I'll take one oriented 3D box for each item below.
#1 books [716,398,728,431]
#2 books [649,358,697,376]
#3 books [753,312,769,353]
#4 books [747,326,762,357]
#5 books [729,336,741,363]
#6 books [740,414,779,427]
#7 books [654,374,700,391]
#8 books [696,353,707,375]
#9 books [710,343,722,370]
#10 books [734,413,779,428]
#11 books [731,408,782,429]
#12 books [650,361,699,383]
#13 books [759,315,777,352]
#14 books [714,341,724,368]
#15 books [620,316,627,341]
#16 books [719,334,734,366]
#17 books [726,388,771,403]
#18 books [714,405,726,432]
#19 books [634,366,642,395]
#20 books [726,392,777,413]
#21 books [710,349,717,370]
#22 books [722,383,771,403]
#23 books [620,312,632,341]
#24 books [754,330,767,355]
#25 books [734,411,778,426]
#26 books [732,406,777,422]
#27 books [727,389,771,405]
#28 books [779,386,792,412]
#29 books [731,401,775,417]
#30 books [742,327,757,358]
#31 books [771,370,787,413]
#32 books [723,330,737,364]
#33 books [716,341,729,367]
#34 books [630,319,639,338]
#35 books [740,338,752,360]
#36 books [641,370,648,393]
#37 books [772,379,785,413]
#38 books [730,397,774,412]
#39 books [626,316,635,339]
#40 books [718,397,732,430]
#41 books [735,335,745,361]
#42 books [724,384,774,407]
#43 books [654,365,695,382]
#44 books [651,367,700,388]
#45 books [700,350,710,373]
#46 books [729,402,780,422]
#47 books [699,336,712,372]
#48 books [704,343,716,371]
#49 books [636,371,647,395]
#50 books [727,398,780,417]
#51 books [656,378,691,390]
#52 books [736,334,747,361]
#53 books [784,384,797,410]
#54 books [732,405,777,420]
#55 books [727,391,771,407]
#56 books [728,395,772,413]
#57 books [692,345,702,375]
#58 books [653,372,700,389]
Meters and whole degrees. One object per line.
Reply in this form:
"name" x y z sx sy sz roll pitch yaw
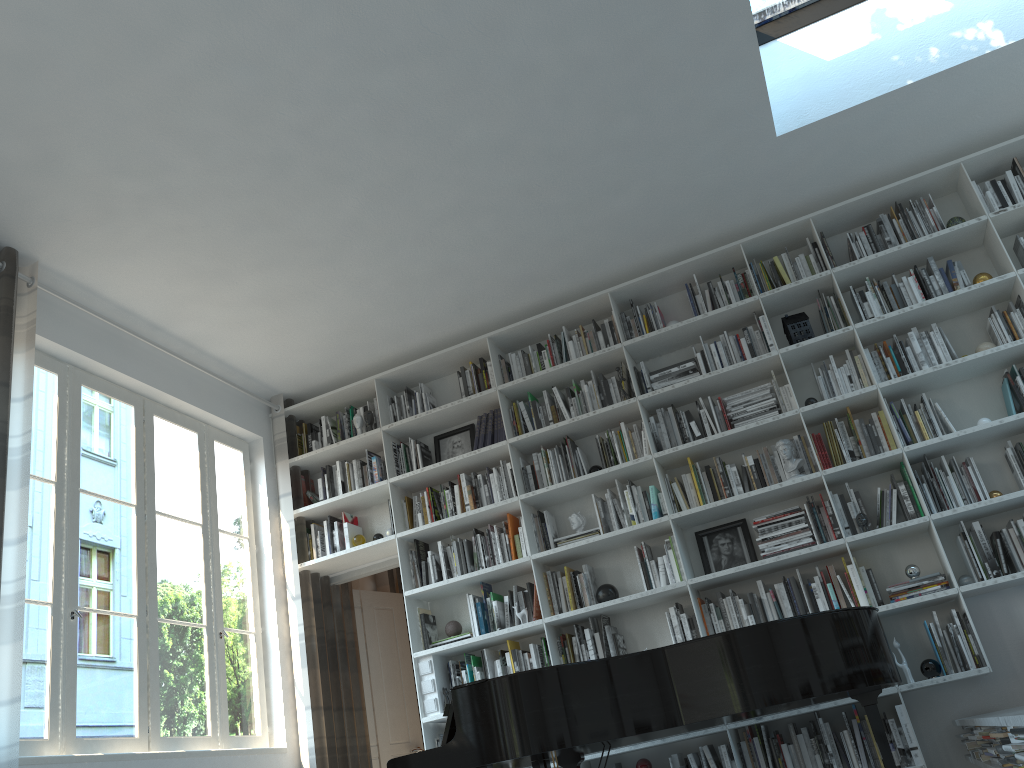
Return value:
"books" 1.247 0.223 5.174 0.015 0.244 0.183 -19 -26 16
"books" 0.993 -0.076 5.413 0.285 0.024 0.160 -19 -26 16
"books" 1.492 -0.253 5.251 0.012 0.332 0.156 -19 -26 16
"books" 1.456 -0.203 5.254 0.029 0.260 0.133 -19 -26 16
"books" 1.344 -0.153 5.264 0.023 0.222 0.191 -19 -26 16
"books" 1.422 0.243 5.106 0.285 0.012 0.160 -20 -26 17
"books" 1.008 0.014 5.364 0.285 0.012 0.160 -18 -26 13
"books" 1.158 -0.069 5.318 0.025 0.186 0.194 -19 -26 16
"books" 1.241 -0.111 5.301 0.027 0.215 0.191 -19 -26 16
"books" 1.420 0.233 5.112 0.254 0.012 0.161 -19 -26 16
"books" 1.413 0.209 5.117 0.285 0.012 0.160 -18 -26 13
"books" 0.996 -0.056 5.398 0.285 0.024 0.160 -20 -26 18
"books" 1.509 -0.242 5.166 0.037 0.236 0.273 -19 -26 16
"books" 1.260 -0.125 5.312 0.012 0.243 0.132 -19 -26 16
"books" 0.735 -0.294 5.605 0.012 0.253 0.161 -19 -26 16
"books" 1.306 -0.150 5.313 0.029 0.272 0.141 -19 -26 16
"books" 1.390 0.092 5.178 0.254 0.012 0.161 -19 -26 16
"books" 1.235 0.245 5.181 0.024 0.215 0.133 -19 -26 16
"books" 0.803 0.032 5.454 0.012 0.253 0.161 -19 -26 16
"books" 1.396 0.125 5.161 0.285 0.012 0.160 -19 -26 15
"books" 1.230 -0.095 5.315 0.011 0.203 0.134 -19 -26 16
"books" 1.384 0.069 5.184 0.285 0.012 0.160 -20 -26 18
"books" 0.745 -0.306 5.583 0.026 0.252 0.186 -19 -26 16
"books" 1.482 -0.191 5.222 0.029 0.201 0.192 -19 -26 16
"books" 1.417 0.221 5.115 0.254 0.012 0.161 -19 -26 15
"books" 1.411 0.199 5.123 0.254 0.012 0.161 -20 -26 18
"books" 1.390 0.101 5.169 0.254 0.012 0.161 -20 -26 18
"books" 1.582 0.132 5.074 0.030 0.197 0.172 -19 -26 16
"books" 1.405 0.168 5.140 0.254 0.012 0.161 -20 -26 17
"books" 1.423 -0.193 5.246 0.032 0.247 0.174 -19 -26 16
"books" 1.553 0.086 5.107 0.012 0.317 0.140 -19 -25 16
"books" 1.322 -0.164 5.287 0.023 0.268 0.185 -19 -26 16
"books" 1.277 -0.124 5.293 0.028 0.218 0.184 -19 -26 16
"books" 0.797 -0.294 5.563 0.026 0.193 0.167 -19 -26 16
"books" 1.402 -0.156 5.242 0.029 0.187 0.176 -19 -26 16
"books" 0.839 0.033 5.430 0.013 0.217 0.141 -19 -26 16
"books" 1.542 0.113 5.083 0.012 0.253 0.161 -19 -26 16
"books" 1.399 0.145 5.147 0.254 0.012 0.161 -18 -26 13
"books" 0.776 -0.297 5.587 0.023 0.227 0.157 -19 -26 16
"books" 1.255 0.213 5.160 0.013 0.245 0.177 -19 -26 16
"books" 1.373 -0.162 5.268 0.010 0.229 0.153 -19 -26 16
"books" 1.383 0.077 5.173 0.285 0.012 0.160 -17 -25 11
"books" 0.999 -0.035 5.384 0.254 0.025 0.161 -17 -25 12
"books" 1.002 -0.015 5.372 0.285 0.024 0.160 -22 -27 20
"books" 1.188 -0.083 5.345 0.024 0.222 0.129 -19 -26 16
"books" 1.408 0.179 5.136 0.285 0.012 0.160 -20 -26 17
"books" 1.183 -0.129 5.317 0.011 0.283 0.190 -19 -26 16
"books" 1.208 -0.109 5.316 0.021 0.236 0.172 -19 -26 16
"books" 0.818 0.042 5.420 0.027 0.200 0.168 -19 -26 16
"books" 1.401 0.156 5.141 0.285 0.012 0.160 -21 -26 18
"books" 1.011 0.025 5.359 0.254 0.012 0.161 -18 -26 13
"books" 1.381 -0.167 5.260 0.012 0.229 0.159 -19 -26 16
"books" 1.610 0.121 5.072 0.030 0.204 0.159 -19 -26 16
"books" 1.409 0.188 5.129 0.254 0.012 0.161 -18 -26 14
"books" 1.391 0.111 5.158 0.254 0.012 0.161 -22 -27 20
"books" 1.398 0.135 5.153 0.254 0.012 0.161 -20 -26 18
"books" 1.137 -0.091 5.341 0.012 0.253 0.161 -19 -26 16
"books" 1.007 0.004 5.371 0.285 0.012 0.160 -18 -26 14
